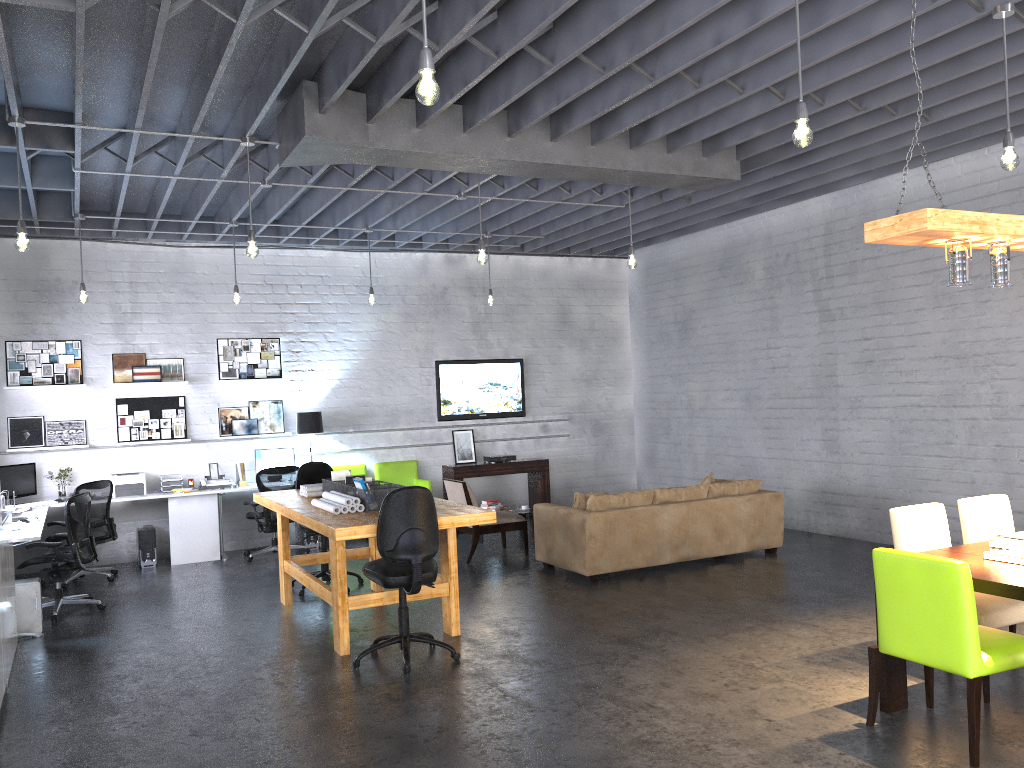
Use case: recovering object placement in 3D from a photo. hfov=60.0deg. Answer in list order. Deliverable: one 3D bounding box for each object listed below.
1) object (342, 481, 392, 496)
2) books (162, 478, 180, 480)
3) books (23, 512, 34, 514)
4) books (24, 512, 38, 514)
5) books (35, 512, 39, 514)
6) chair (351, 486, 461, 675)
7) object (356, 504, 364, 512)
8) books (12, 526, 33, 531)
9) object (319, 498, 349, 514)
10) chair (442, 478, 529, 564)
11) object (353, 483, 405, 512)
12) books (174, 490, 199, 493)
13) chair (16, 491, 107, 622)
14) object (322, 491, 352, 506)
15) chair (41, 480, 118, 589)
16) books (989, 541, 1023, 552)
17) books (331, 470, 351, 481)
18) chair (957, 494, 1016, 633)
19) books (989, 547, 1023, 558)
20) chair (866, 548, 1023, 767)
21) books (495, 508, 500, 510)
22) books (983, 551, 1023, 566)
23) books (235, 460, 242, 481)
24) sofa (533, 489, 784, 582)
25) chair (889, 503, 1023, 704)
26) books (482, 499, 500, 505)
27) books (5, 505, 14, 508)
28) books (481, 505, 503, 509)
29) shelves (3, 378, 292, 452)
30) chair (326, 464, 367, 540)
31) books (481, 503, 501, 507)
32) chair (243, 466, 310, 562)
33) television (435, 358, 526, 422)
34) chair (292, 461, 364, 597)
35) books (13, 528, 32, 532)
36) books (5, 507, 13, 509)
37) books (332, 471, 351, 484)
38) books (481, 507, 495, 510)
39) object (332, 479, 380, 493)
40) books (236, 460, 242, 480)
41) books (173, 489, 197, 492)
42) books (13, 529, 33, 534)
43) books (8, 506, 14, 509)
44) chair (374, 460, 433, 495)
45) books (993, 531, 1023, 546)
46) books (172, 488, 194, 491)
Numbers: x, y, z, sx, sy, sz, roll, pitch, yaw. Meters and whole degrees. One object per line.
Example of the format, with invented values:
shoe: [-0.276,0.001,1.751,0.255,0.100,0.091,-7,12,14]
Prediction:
object: [-1.107,0.842,6.793,0.316,0.156,0.306,-2,-1,-26]
books: [-3.914,1.090,10.174,0.134,0.008,0.203,-2,-1,-43]
books: [-4.616,1.236,8.497,0.065,0.002,0.112,-3,-1,41]
books: [-4.570,1.227,8.432,0.112,0.001,0.066,-2,-1,-40]
books: [-4.567,1.233,8.454,0.065,0.002,0.112,-3,-1,41]
chair: [-0.755,1.236,5.833,0.658,1.165,0.687,-3,0,-28]
object: [-1.219,0.894,6.599,0.058,0.057,0.635,-2,-1,-26]
books: [-4.000,1.165,7.125,0.212,0.010,0.170,-3,-1,0]
object: [-1.321,0.898,6.549,0.058,0.057,0.635,-2,-1,-26]
chair: [-0.291,1.425,9.546,0.724,0.842,0.575,-2,0,-26]
object: [-0.970,0.832,6.517,0.316,0.156,0.306,-2,-1,-26]
books: [-3.651,1.208,9.950,0.148,0.014,0.211,-3,-1,28]
chair: [-3.939,1.468,7.670,0.752,1.031,0.732,-2,0,-23]
object: [-1.297,0.847,6.561,0.057,0.057,0.635,-2,-1,-26]
chair: [-4.429,1.507,9.054,0.753,1.031,0.732,-3,0,-3]
books: [2.581,0.797,4.399,0.282,0.026,0.266,-2,-1,-24]
books: [-1.433,0.835,7.470,0.171,0.210,0.046,-2,0,-26]
chair: [3.044,1.163,5.227,0.491,0.959,0.615,-3,0,-26]
books: [2.587,0.823,4.388,0.315,0.026,0.270,-2,-1,-26]
chair: [2.122,1.228,4.236,0.608,0.909,0.636,-3,0,-26]
books: [-0.280,1.549,10.996,0.161,0.032,0.223,-3,-1,44]
books: [2.584,0.854,4.399,0.324,0.035,0.306,-2,-1,-26]
books: [-3.229,1.053,10.478,0.036,0.296,0.210,-3,0,-26]
sofa: [1.472,1.445,8.876,2.329,0.628,1.105,-2,-1,-26]
chair: [2.518,1.182,4.966,0.491,0.959,0.615,-3,0,-26]
books: [-0.266,1.463,10.995,0.185,0.041,0.129,-2,-1,-32]
books: [-5.015,1.201,8.611,0.297,0.006,0.210,-2,-1,-26]
books: [-0.255,1.520,11.004,0.223,0.026,0.161,-3,-1,33]
shelves: [-4.083,0.329,10.187,3.023,0.694,0.199,-2,0,-26]
chair: [-2.008,1.481,11.014,0.611,0.920,0.516,-3,0,-26]
books: [-0.267,1.496,11.002,0.208,0.024,0.144,-2,-1,-41]
chair: [-2.736,1.446,10.064,0.753,1.031,0.731,-3,0,32]
television: [-0.416,0.073,12.076,1.323,0.816,0.021,-2,0,-27]
chair: [-1.723,1.310,8.216,0.658,1.165,0.687,-3,0,-28]
books: [-4.001,1.176,7.119,0.209,0.012,0.158,-2,-1,-3]
books: [-5.012,1.206,8.607,0.297,0.006,0.210,-2,-1,-27]
books: [-1.421,0.841,7.441,0.158,0.200,0.082,-2,0,-26]
books: [-0.331,1.504,10.654,0.223,0.027,0.161,-2,-1,-17]
object: [-1.243,0.851,7.069,0.316,0.156,0.306,-2,-1,-26]
books: [-3.223,1.052,10.486,0.043,0.296,0.210,-3,0,-26]
books: [-3.661,1.194,9.932,0.148,0.014,0.211,-3,-1,38]
books: [-3.997,1.187,7.118,0.213,0.012,0.158,-3,-1,-1]
books: [-5.011,1.211,8.608,0.297,0.006,0.210,-2,-1,-24]
chair: [-1.386,1.458,11.322,0.611,0.920,0.516,-3,0,-26]
books: [2.580,0.769,4.399,0.251,0.030,0.236,-2,-1,-25]
books: [-3.684,1.180,9.917,0.211,0.014,0.148,-2,-1,-12]
